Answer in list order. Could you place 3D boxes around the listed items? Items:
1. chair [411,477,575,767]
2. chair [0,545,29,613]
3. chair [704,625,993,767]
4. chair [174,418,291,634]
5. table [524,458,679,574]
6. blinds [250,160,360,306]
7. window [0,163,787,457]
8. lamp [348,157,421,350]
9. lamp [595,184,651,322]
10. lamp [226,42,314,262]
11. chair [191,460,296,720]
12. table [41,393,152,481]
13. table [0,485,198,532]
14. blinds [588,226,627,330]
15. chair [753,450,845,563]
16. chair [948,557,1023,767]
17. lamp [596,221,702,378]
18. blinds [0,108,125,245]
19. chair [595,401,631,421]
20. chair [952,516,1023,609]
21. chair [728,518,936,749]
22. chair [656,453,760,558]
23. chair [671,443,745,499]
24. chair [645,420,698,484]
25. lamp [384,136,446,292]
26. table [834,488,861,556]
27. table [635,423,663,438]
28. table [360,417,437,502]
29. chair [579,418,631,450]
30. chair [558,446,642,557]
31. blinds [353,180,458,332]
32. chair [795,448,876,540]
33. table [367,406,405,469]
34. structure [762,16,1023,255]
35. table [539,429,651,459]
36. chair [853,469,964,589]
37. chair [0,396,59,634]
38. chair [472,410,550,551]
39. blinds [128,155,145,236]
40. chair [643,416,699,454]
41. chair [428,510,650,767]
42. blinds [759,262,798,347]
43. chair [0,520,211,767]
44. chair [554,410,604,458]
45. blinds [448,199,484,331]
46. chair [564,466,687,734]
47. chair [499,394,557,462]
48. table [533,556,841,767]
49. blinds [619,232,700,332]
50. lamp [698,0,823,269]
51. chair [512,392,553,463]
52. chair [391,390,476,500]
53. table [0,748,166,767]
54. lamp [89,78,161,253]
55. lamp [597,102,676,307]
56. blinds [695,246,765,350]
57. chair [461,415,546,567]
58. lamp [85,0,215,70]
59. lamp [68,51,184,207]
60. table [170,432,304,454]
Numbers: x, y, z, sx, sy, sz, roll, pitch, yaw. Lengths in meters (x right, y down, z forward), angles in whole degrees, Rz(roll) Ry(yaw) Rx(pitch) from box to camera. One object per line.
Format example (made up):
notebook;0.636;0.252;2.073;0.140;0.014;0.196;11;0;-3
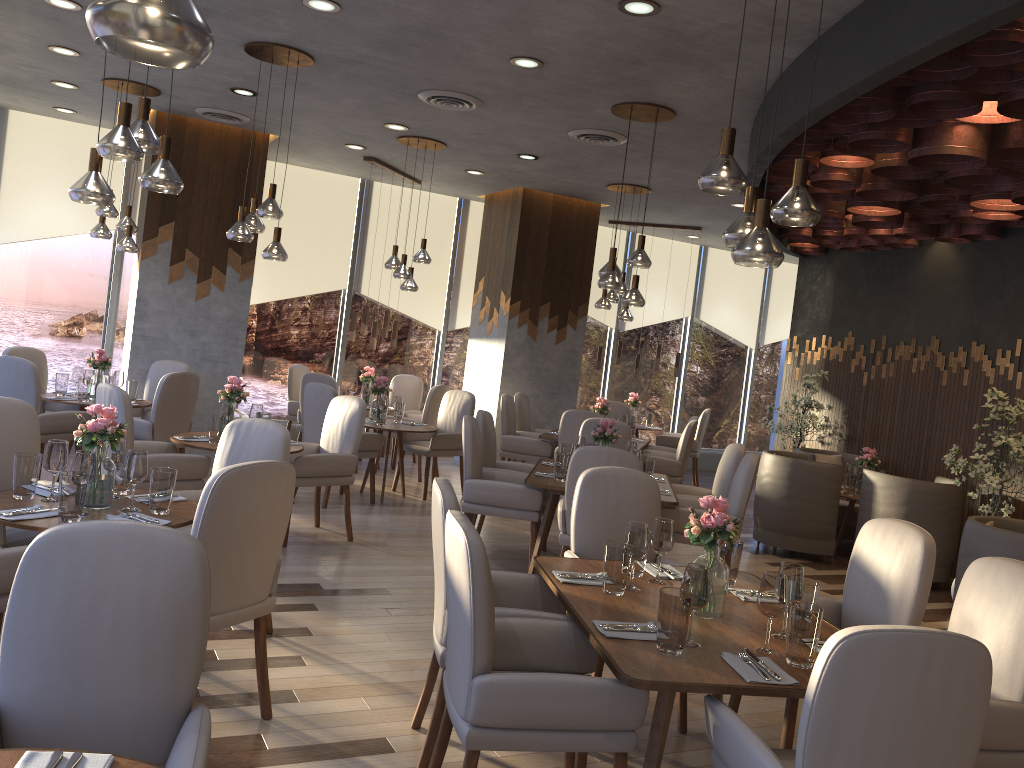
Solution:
chair;-0.046;0.870;3.230;0.599;1.000;0.529;7;1;-8
chair;-1.932;0.651;3.077;0.529;1.000;0.599;7;1;25
chair;0.812;1.020;2.251;0.528;1.000;0.600;7;1;-8
chair;-1.403;0.666;4.109;0.529;1.000;0.599;7;1;26
table;0.583;0.977;6.110;0.965;0.665;1.307;7;2;6
blinds;-2.330;-2.132;10.078;1.171;2.679;0.007;6;1;-27
window;-1.529;-0.866;7.468;8.070;3.197;16.115;8;3;18
lamp;-1.375;-1.329;9.476;0.118;1.930;1.160;7;1;18
lamp;1.097;-1.308;8.916;0.438;1.325;0.440;6;1;-42
lamp;-1.587;-1.482;5.759;0.439;1.325;0.440;6;1;-25
chair;-1.180;0.732;3.273;0.601;1.000;0.527;8;1;29
table;-3.391;0.451;7.164;0.832;0.662;0.836;5;3;-40
table;-1.725;0.820;3.584;0.832;0.662;0.836;6;2;-28
blinds;1.039;-2.113;11.769;1.171;2.679;0.007;6;1;-27
chair;2.409;1.036;7.681;0.595;0.837;0.775;7;2;-7
chair;1.355;1.055;2.900;0.599;1.000;0.529;7;1;-8
lamp;1.674;-1.040;11.120;1.162;1.930;0.118;7;1;18
blinds;-4.512;-2.627;8.946;1.171;2.679;0.007;6;1;-27
chair;1.034;0.694;9.715;0.528;1.000;0.599;7;1;11
chair;2.794;1.212;4.939;0.596;0.837;0.774;7;2;13
chair;1.240;1.015;3.458;0.599;1.000;0.529;7;1;-15
chair;1.234;0.906;5.735;0.600;1.000;0.528;7;1;9
chair;1.284;0.885;6.302;0.600;1.000;0.528;7;1;2
chair;1.417;0.799;8.473;0.600;1.000;0.528;7;1;17
lamp;-0.884;-1.500;7.927;0.439;1.325;0.440;7;1;-20
table;3.062;1.248;7.791;0.832;0.561;0.836;5;3;-34
table;1.443;0.842;11.188;0.832;0.662;0.836;5;2;-36
table;-1.123;0.687;7.943;0.835;0.662;0.832;8;2;37
chair;0.693;0.785;6.933;0.528;1.000;0.600;7;1;4
chair;0.527;0.843;5.272;0.528;1.000;0.600;7;1;9
blinds;-1.225;-2.018;10.641;1.171;2.679;0.007;6;1;-27
chair;2.954;1.066;8.433;0.773;0.837;0.596;6;2;-17
table;-1.606;0.555;9.510;0.833;0.662;0.835;7;2;-7
structure;2.965;-1.430;4.906;2.755;0.556;9.460;7;3;3
table;0.824;0.873;8.926;0.965;0.665;1.307;7;2;14
chair;3.225;1.163;7.080;0.773;0.837;0.596;7;1;-12
chair;-2.170;0.585;3.865;0.601;1.000;0.527;8;1;30
chair;-0.012;0.722;6.460;0.600;1.000;0.528;7;1;9
blinds;-3.404;-2.520;9.510;1.171;2.679;0.007;6;1;-27
chair;1.538;0.787;9.030;0.600;1.000;0.528;7;1;9
chair;0.047;0.908;2.672;0.599;1.000;0.529;7;1;-13
blinds;4.364;-1.837;13.458;1.171;2.679;0.007;6;1;-27
chair;-0.899;0.836;1.796;0.528;1.000;0.600;7;1;-13
chair;0.659;0.725;8.104;0.529;1.000;0.599;7;1;16
blinds;-0.117;-1.929;11.203;1.171;2.679;0.007;6;1;-27
chair;0.501;0.905;3.892;0.528;1.000;0.600;7;1;-13
chair;0.142;0.630;8.800;0.600;1.000;0.528;7;1;11
table;0.619;1.125;3.076;0.964;0.665;1.309;6;2;-10
blinds;2.143;-1.984;12.333;1.171;2.679;0.007;6;1;-27
lamp;0.900;-1.055;3.053;0.440;1.325;0.439;7;1;12
chair;0.283;0.621;9.348;0.600;1.000;0.528;7;1;16
chair;-0.715;0.546;8.393;0.529;1.000;0.599;8;2;40
table;-0.825;1.039;1.254;0.832;0.662;0.835;6;2;-25
lamp;-3.143;-1.735;7.147;0.440;1.325;0.439;7;1;30
lamp;0.821;-1.208;6.084;0.439;1.325;0.440;6;1;-22
blinds;3.249;-1.878;12.896;1.171;2.679;0.007;6;1;-27
chair;-0.083;0.740;5.899;0.600;1.000;0.528;7;1;4
lamp;-0.565;-1.145;1.230;0.439;1.325;0.440;6;1;-28
lamp;-1.472;-1.364;3.545;0.438;1.325;0.440;6;1;-34
table;-1.822;0.705;5.786;0.835;0.662;0.833;8;2;23
